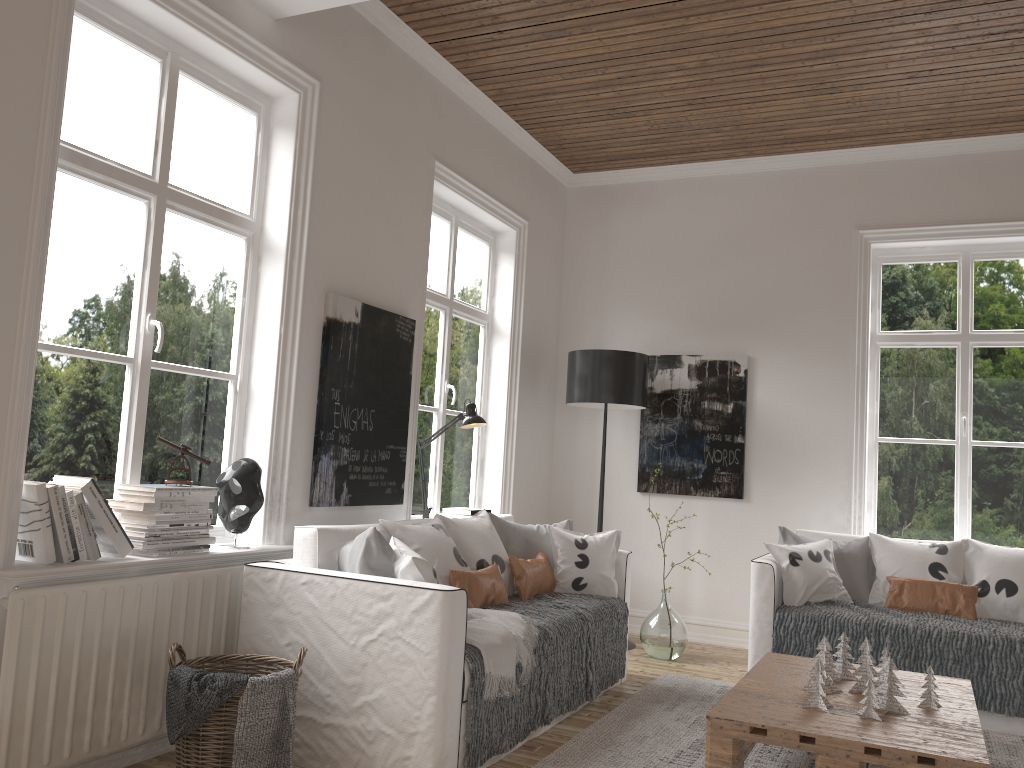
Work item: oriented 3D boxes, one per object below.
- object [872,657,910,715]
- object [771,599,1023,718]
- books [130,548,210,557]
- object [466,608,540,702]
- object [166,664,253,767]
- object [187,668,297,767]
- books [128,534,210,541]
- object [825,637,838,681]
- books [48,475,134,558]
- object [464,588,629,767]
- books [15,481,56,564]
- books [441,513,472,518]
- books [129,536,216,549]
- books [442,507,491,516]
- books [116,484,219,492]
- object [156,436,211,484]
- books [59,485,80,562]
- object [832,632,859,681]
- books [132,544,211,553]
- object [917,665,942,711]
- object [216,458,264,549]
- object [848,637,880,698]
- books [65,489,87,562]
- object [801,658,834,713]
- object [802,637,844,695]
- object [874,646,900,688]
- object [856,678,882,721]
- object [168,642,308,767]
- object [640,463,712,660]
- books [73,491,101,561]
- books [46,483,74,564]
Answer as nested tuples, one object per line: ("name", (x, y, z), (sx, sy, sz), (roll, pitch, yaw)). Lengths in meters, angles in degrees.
("object", (1.252, 0.995, 2.950), (0.097, 0.178, 0.103), (4, -5, -12))
("object", (2.160, 1.270, 4.197), (1.704, 0.390, 0.656), (1, -6, 25))
("books", (-1.206, 0.579, 3.088), (0.161, 0.012, 0.254), (1, -6, 25))
("object", (-0.232, 0.960, 3.370), (0.729, 0.255, 0.588), (0, -6, 29))
("object", (-0.883, 1.017, 2.682), (0.303, 0.332, 0.367), (2, -5, 16))
("object", (-0.837, 1.040, 2.714), (0.290, 0.356, 0.349), (7, -6, -35))
("books", (-1.209, 0.528, 3.095), (0.161, 0.013, 0.254), (1, -6, 25))
("object", (1.177, 1.033, 3.334), (0.095, 0.164, 0.090), (0, -6, 32))
("books", (-1.341, 0.422, 2.815), (0.176, 0.255, 0.226), (1, -6, 25))
("object", (-0.045, 1.142, 3.751), (0.651, 0.423, 1.680), (1, -6, 26))
("books", (-1.436, 0.406, 2.626), (0.172, 0.239, 0.093), (1, -6, 25))
("books", (-0.259, 0.756, 5.090), (0.212, 0.023, 0.258), (1, -6, 25))
("books", (-1.215, 0.545, 3.082), (0.176, 0.025, 0.331), (1, -6, 25))
("books", (-0.259, 0.730, 5.082), (0.190, 0.028, 0.239), (1, -6, 27))
("books", (-1.195, 0.363, 3.089), (0.182, 0.016, 0.288), (1, -6, 25))
("object", (-1.158, 0.269, 3.124), (0.177, 0.161, 0.092), (4, -5, -7))
("books", (-1.397, 0.419, 2.690), (0.152, 0.232, 0.104), (1, -6, 25))
("object", (1.271, 1.039, 3.403), (0.090, 0.176, 0.090), (5, -5, -13))
("books", (-1.209, 0.564, 3.073), (0.159, 0.012, 0.285), (1, -6, 25))
("object", (1.429, 1.031, 3.032), (0.072, 0.142, 0.073), (0, -6, 33))
("object", (-1.043, 0.450, 3.374), (0.171, 0.340, 0.177), (6, -6, -29))
("object", (1.278, 1.011, 3.194), (0.107, 0.195, 0.113), (0, -6, 32))
("books", (-1.389, 0.428, 2.717), (0.161, 0.218, 0.101), (1, -6, 25))
("object", (1.017, 0.989, 2.940), (0.093, 0.161, 0.088), (0, -6, 34))
("object", (1.113, 1.000, 3.175), (0.112, 0.193, 0.106), (7, -6, -37))
("object", (1.391, 1.051, 3.304), (0.075, 0.147, 0.075), (7, -6, -33))
("object", (1.147, 1.007, 2.852), (0.068, 0.124, 0.072), (2, -5, 10))
("object", (-0.863, 1.029, 2.750), (0.393, 0.432, 0.393), (8, -7, -43))
("object", (0.974, 1.026, 5.200), (0.275, 1.117, 0.515), (-1, -7, 42))
("books", (-1.368, 0.436, 2.750), (0.161, 0.213, 0.118), (1, -6, 25))
("books", (-1.408, 0.413, 2.660), (0.172, 0.235, 0.112), (1, -6, 25))
